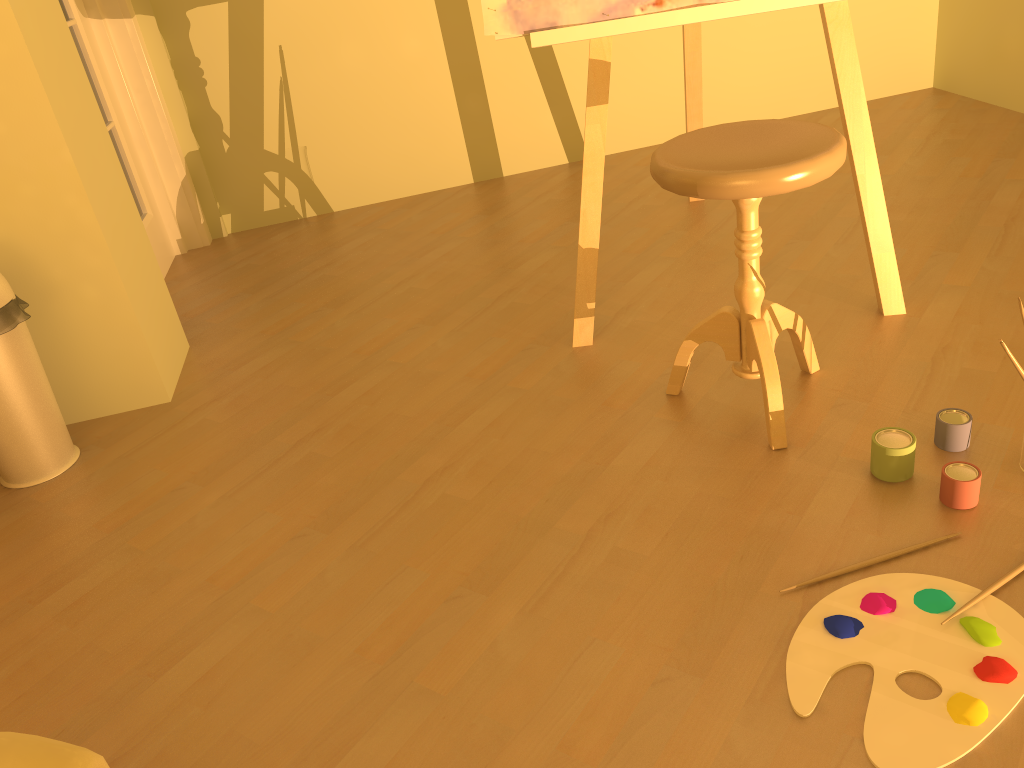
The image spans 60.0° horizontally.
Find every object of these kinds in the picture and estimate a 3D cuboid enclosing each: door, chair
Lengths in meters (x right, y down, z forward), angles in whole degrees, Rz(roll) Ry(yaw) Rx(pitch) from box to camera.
[{"bbox_3d":[-1.365,-1.158,2.545,0.098,2.033,0.884,-13,29,-4],"label":"door"},{"bbox_3d":[0.467,-0.197,1.743,0.348,0.551,0.364,-7,29,6],"label":"chair"}]

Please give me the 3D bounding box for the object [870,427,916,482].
[{"bbox_3d":[0.682,0.127,1.588,0.073,0.073,0.073,-11,29,-1],"label":"object"}]

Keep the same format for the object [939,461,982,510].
[{"bbox_3d":[0.757,0.172,1.499,0.060,0.060,0.060,-22,31,-20],"label":"object"}]

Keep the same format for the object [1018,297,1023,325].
[{"bbox_3d":[0.901,0.009,1.504,0.010,0.286,0.159,-15,29,-9],"label":"object"}]

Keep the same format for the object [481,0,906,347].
[{"bbox_3d":[0.338,-1.051,2.033,0.972,1.896,1.132,-22,31,-19],"label":"object"}]

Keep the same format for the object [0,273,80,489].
[{"bbox_3d":[-1.173,-0.035,2.000,0.248,0.535,0.255,5,33,25],"label":"object"}]

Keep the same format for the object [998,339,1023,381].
[{"bbox_3d":[0.880,0.038,1.467,0.172,0.278,0.010,-7,29,6],"label":"object"}]

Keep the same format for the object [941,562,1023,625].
[{"bbox_3d":[0.754,0.289,1.340,0.325,0.015,0.010,-24,32,-23],"label":"object"}]

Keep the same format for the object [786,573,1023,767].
[{"bbox_3d":[0.552,0.378,1.248,0.366,0.014,0.288,-28,34,-28],"label":"object"}]

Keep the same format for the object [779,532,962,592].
[{"bbox_3d":[0.574,0.283,1.414,0.325,0.010,0.010,-15,29,-9],"label":"object"}]

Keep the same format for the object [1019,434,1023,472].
[{"bbox_3d":[0.926,0.082,1.503,0.106,0.157,0.106,-28,34,-29],"label":"object"}]

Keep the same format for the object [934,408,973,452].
[{"bbox_3d":[0.813,0.085,1.635,0.060,0.060,0.060,-21,31,-18],"label":"object"}]
